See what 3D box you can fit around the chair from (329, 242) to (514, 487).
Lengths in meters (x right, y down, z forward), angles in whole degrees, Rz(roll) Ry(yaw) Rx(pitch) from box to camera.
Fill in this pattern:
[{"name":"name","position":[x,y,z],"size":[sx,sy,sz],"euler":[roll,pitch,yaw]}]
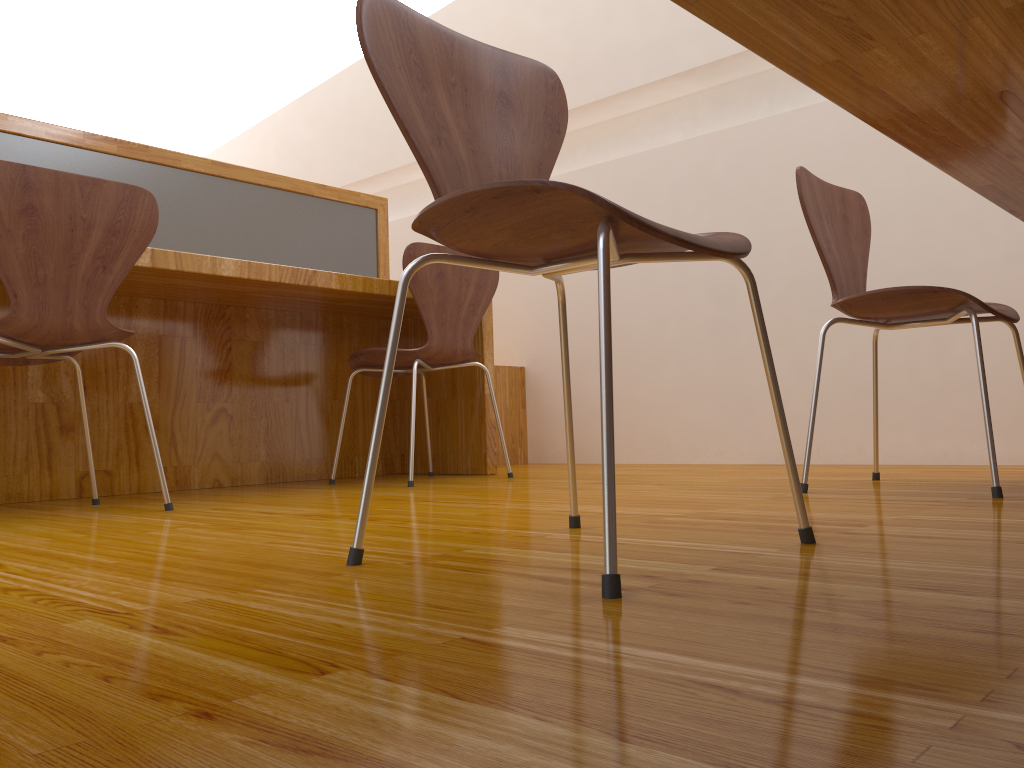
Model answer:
[{"name":"chair","position":[-0.284,-0.043,2.719],"size":[0.381,0.693,0.428],"euler":[-4,-4,42]}]

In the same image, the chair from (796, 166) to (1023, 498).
[{"name":"chair","position":[0.857,-0.126,1.870],"size":[0.381,0.693,0.428],"euler":[-4,-4,42]}]

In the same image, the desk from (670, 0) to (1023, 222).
[{"name":"desk","position":[0.761,-0.071,0.367],"size":[1.527,0.785,3.243],"euler":[-4,-4,42]}]

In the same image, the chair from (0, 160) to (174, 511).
[{"name":"chair","position":[-1.005,-0.064,1.863],"size":[0.381,0.693,0.428],"euler":[-4,-4,42]}]

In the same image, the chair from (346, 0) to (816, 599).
[{"name":"chair","position":[0.079,-0.142,1.065],"size":[0.381,0.693,0.428],"euler":[-4,-4,42]}]

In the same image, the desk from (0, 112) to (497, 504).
[{"name":"desk","position":[-1.603,-0.201,2.198],"size":[1.248,1.022,3.216],"euler":[-4,-4,42]}]
